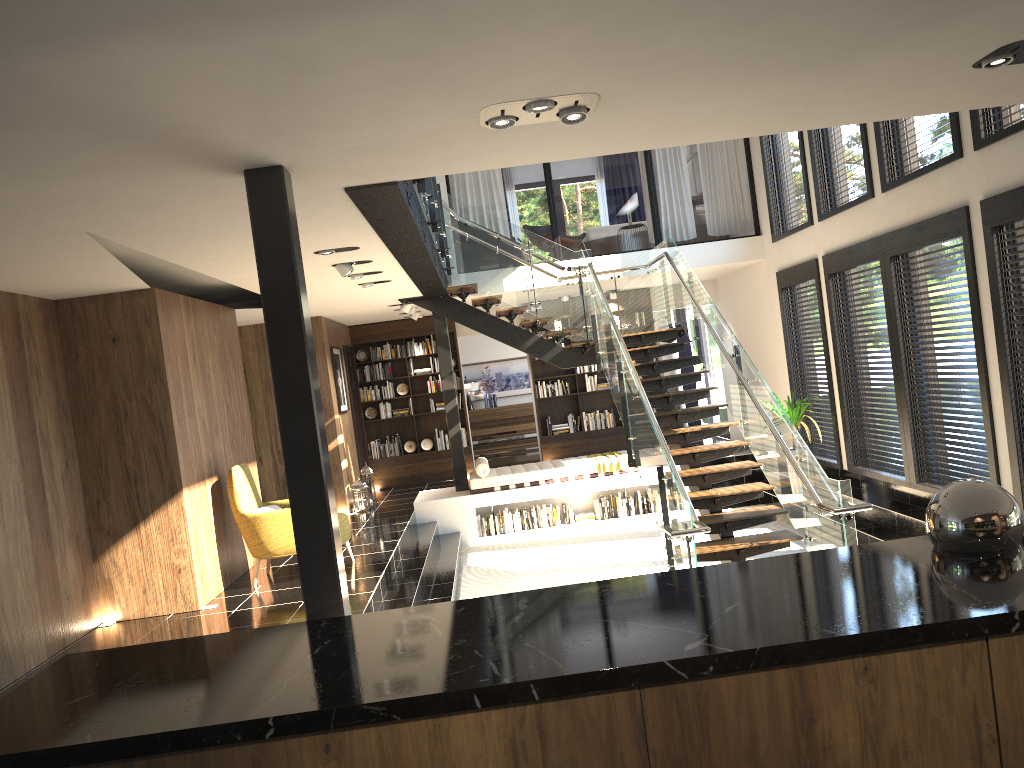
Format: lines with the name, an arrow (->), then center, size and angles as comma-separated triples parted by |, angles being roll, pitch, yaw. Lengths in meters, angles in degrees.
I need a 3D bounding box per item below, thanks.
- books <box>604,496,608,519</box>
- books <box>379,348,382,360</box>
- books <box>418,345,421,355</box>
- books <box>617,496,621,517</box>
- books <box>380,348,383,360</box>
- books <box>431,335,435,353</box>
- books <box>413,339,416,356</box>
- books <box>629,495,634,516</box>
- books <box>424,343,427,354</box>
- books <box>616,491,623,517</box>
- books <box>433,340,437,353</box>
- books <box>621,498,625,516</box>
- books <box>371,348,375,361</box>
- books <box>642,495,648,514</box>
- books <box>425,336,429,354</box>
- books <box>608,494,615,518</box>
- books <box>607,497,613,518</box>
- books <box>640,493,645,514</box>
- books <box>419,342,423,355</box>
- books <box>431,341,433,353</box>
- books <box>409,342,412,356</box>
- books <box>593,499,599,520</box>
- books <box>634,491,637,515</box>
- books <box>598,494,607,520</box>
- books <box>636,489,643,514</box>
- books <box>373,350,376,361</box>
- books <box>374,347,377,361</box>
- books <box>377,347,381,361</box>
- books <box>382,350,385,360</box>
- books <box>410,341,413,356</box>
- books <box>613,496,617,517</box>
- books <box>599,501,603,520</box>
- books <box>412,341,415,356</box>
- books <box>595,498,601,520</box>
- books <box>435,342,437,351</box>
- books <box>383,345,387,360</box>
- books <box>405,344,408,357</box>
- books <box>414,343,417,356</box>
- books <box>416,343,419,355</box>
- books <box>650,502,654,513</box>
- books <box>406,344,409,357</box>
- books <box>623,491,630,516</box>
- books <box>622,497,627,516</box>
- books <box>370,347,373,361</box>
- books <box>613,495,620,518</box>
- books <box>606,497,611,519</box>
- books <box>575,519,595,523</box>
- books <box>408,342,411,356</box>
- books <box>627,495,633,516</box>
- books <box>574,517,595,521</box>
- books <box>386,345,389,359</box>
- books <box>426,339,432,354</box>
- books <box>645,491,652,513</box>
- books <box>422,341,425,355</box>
books -> 1.242, 1.647, 11.836 | 0.030, 0.284, 0.176 | -8, 1, -2
books -> -2.133, -0.491, 14.458 | 0.014, 0.212, 0.184 | -8, 1, -2
books -> -1.509, -0.553, 14.486 | 0.034, 0.171, 0.158 | -8, 1, -2
books -> 1.415, 1.631, 11.820 | 0.027, 0.270, 0.187 | -8, 1, -2
books -> -2.114, -0.489, 14.476 | 0.025, 0.203, 0.156 | -8, 1, -2
books -> -1.288, -0.647, 14.451 | 0.017, 0.302, 0.266 | -8, 1, -2
books -> -1.582, -0.595, 14.418 | 0.011, 0.276, 0.287 | -8, 1, -2
books -> 1.589, 1.615, 11.815 | 0.019, 0.256, 0.186 | -8, 1, -2
books -> -1.405, -0.576, 14.498 | 0.029, 0.191, 0.177 | -8, 1, -2
books -> 1.438, 1.599, 11.839 | 0.029, 0.326, 0.153 | -8, 1, -2
books -> -1.258, -0.610, 14.515 | 0.037, 0.218, 0.144 | -8, 1, -2
books -> 1.472, 1.646, 11.850 | 0.026, 0.226, 0.132 | -8, 1, -2
books -> -2.255, -0.477, 14.415 | 0.024, 0.216, 0.210 | -8, 1, -2
books -> 1.761, 1.606, 11.818 | 0.032, 0.229, 0.228 | -8, 1, -2
books -> -1.389, -0.635, 14.454 | 0.015, 0.303, 0.251 | -8, 1, -2
books -> 1.330, 1.625, 11.824 | 0.035, 0.305, 0.151 | -8, 1, -2
books -> 1.301, 1.647, 11.820 | 0.029, 0.268, 0.146 | -8, 1, -2
books -> 1.727, 1.597, 11.848 | 0.030, 0.257, 0.160 | -8, 1, -2
books -> -1.478, -0.577, 14.481 | 0.034, 0.211, 0.205 | -8, 1, -2
books -> -1.301, -0.593, 14.489 | 0.021, 0.197, 0.200 | -8, 1, -2
books -> -1.640, -0.565, 14.446 | 0.014, 0.231, 0.280 | -8, 1, -2
books -> 1.116, 1.674, 11.839 | 0.026, 0.263, 0.156 | -8, 1, -2
books -> 1.650, 1.588, 11.845 | 0.066, 0.294, 0.142 | -8, 1, -2
books -> 1.204, 1.636, 11.801 | 0.043, 0.316, 0.209 | -8, 1, -2
books -> 1.695, 1.573, 11.832 | 0.027, 0.312, 0.189 | -8, 1, -2
books -> -2.233, -0.462, 14.462 | 0.020, 0.181, 0.153 | -8, 1, -2
books -> -2.212, -0.486, 14.442 | 0.026, 0.222, 0.202 | -8, 1, -2
books -> -2.169, -0.489, 14.451 | 0.059, 0.216, 0.159 | -8, 1, -2
books -> -2.080, -0.470, 14.449 | 0.035, 0.156, 0.186 | -8, 1, -2
books -> -1.627, -0.571, 14.442 | 0.013, 0.239, 0.255 | -8, 1, -2
books -> 1.362, 1.637, 11.859 | 0.026, 0.270, 0.128 | -8, 1, -2
books -> 1.175, 1.685, 11.829 | 0.027, 0.226, 0.165 | -8, 1, -2
books -> -1.604, -0.575, 14.463 | 0.035, 0.241, 0.208 | -8, 1, -2
books -> 1.144, 1.666, 11.812 | 0.030, 0.273, 0.168 | -8, 1, -2
books -> -1.223, -0.598, 14.490 | 0.027, 0.186, 0.220 | -8, 1, -2
books -> -2.047, -0.511, 14.432 | 0.039, 0.230, 0.205 | -8, 1, -2
books -> -1.712, -0.547, 14.498 | 0.023, 0.213, 0.194 | -8, 1, -2
books -> -1.565, -0.568, 14.470 | 0.019, 0.216, 0.214 | -8, 1, -2
books -> -1.542, -0.567, 14.488 | 0.027, 0.207, 0.203 | -8, 1, -2
books -> 1.845, 1.542, 11.820 | 0.028, 0.334, 0.205 | -8, 1, -2
books -> -1.688, -0.545, 14.453 | 0.021, 0.204, 0.224 | -8, 1, -2
books -> 1.523, 1.593, 11.828 | 0.033, 0.318, 0.152 | -8, 1, -2
books -> 1.499, 1.640, 11.832 | 0.028, 0.231, 0.158 | -8, 1, -2
books -> -2.277, -0.483, 14.451 | 0.017, 0.234, 0.199 | -8, 1, -2
books -> 1.389, 1.626, 11.798 | 0.026, 0.287, 0.204 | -8, 1, -2
books -> 1.273, 1.651, 11.811 | 0.029, 0.268, 0.173 | -8, 1, -2
books -> 0.971, 1.814, 11.829 | 0.257, 0.024, 0.167 | -7, 1, -2
books -> -1.664, -0.565, 14.465 | 0.033, 0.237, 0.231 | -8, 1, -2
books -> 1.562, 1.620, 11.814 | 0.036, 0.253, 0.178 | -8, 1, -2
books -> 0.968, 1.790, 11.828 | 0.261, 0.024, 0.167 | -8, 1, -5
books -> -2.016, -0.520, 14.420 | 0.025, 0.239, 0.220 | -8, 1, -2
books -> -1.347, -0.613, 14.498 | 0.064, 0.247, 0.209 | -8, 1, -2
books -> 1.820, 1.570, 11.853 | 0.026, 0.284, 0.177 | -8, 1, -2
books -> -1.442, -0.588, 14.498 | 0.042, 0.223, 0.163 | -8, 1, -2
